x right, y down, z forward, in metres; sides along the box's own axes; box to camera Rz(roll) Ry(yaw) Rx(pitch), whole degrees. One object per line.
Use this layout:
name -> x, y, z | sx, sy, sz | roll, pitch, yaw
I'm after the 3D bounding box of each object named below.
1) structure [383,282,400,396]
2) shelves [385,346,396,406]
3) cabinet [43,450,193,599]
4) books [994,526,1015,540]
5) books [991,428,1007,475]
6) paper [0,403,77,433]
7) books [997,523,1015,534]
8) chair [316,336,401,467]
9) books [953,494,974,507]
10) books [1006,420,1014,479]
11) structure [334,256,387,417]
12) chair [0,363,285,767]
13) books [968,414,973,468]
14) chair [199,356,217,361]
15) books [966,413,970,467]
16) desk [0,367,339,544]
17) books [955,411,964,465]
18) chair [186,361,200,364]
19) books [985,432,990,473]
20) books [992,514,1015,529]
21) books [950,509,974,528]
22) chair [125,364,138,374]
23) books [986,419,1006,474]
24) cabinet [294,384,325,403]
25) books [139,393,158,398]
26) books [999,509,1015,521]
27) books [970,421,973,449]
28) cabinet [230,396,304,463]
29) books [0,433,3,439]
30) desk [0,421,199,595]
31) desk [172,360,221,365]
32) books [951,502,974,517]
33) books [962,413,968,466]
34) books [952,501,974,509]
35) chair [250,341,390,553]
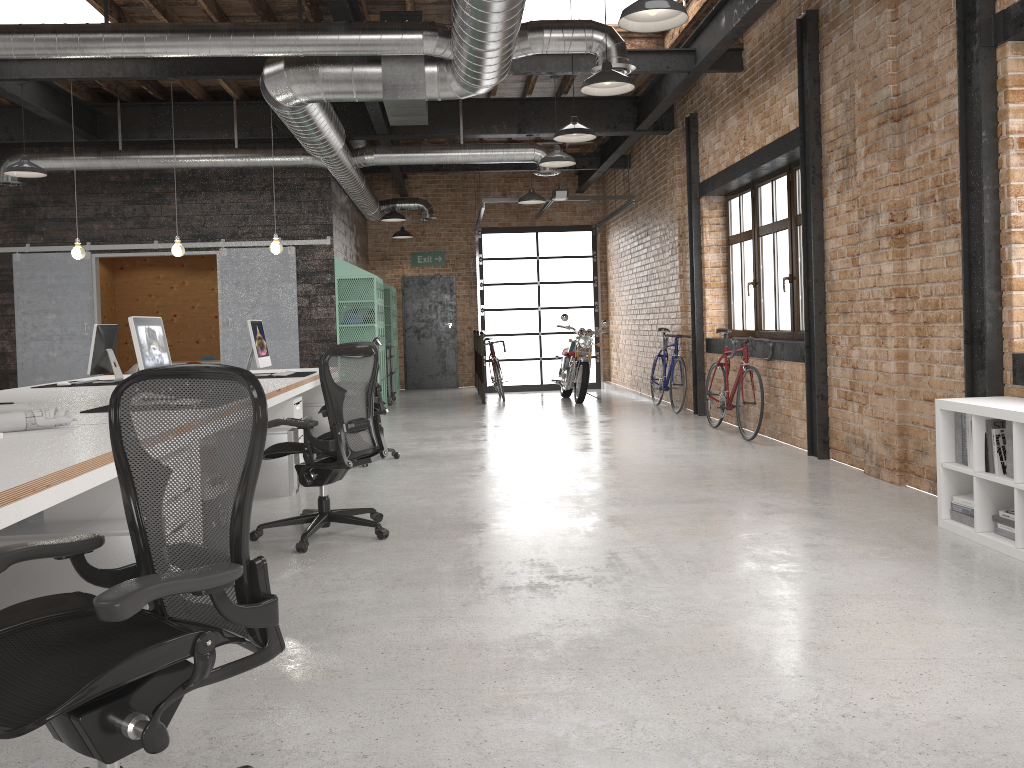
structure -> -2.232, -0.845, 15.048 | 0.556, 2.098, 1.119 | -2, 2, -4
shelves -> -2.079, -0.125, 13.503 | 0.567, 0.854, 0.987 | -2, 3, -4
cabinet -> -1.617, 0.634, 3.680 | 0.460, 0.647, 0.388 | -2, 2, -4
books -> 2.479, 0.716, 4.249 | 0.184, 0.049, 0.262 | -2, 4, -3
books -> 2.458, 0.336, 4.326 | 0.197, 0.240, 0.058 | -2, 1, 1
paper -> -2.580, 0.164, 3.928 | 0.977, 0.105, 1.075 | -5, 5, -40
books -> 2.471, 0.688, 4.234 | 0.164, 0.047, 0.239 | -2, 4, -3
chair -> -1.392, 0.134, 7.727 | 0.793, 1.084, 0.771 | -3, 2, -25
books -> 2.431, 0.594, 4.536 | 0.214, 0.051, 0.252 | -2, 4, -4
books -> 2.495, 0.287, 4.209 | 0.259, 0.351, 0.065 | -2, 1, 1
structure -> -2.016, -0.644, 11.983 | 0.556, 2.098, 1.119 | -2, 2, -4
chair -> -0.844, 0.512, 1.890 | 0.770, 1.084, 0.794 | -1, 2, 20
books -> 2.477, 0.289, 4.532 | 0.259, 0.304, 0.040 | -2, 1, 1
chair -> -5.023, -0.057, 14.495 | 0.618, 0.777, 0.581 | -2, 2, -9
books -> 2.476, 0.282, 4.554 | 0.265, 0.314, 0.025 | -2, 1, 1
desk -> -2.740, 0.421, 6.438 | 2.312, 0.768, 5.119 | -2, 4, -4
books -> 2.472, 0.258, 4.648 | 0.259, 0.351, 0.065 | -2, 1, 1
chair -> -4.427, 0.056, 12.553 | 0.618, 0.777, 0.581 | -2, 2, -9
books -> 2.476, 0.274, 4.393 | 0.271, 0.354, 0.063 | -2, 1, 1
books -> 2.493, 0.658, 4.248 | 0.222, 0.055, 0.282 | -2, 4, -3
books -> 2.437, 0.688, 4.557 | 0.217, 0.072, 0.290 | -2, 4, -4
chair -> -5.131, 0.082, 12.504 | 0.618, 0.777, 0.581 | -2, 2, -9
books -> 2.459, 0.312, 4.361 | 0.221, 0.282, 0.061 | -2, 1, 1
cabinet -> -1.976, 0.300, 8.772 | 0.460, 0.647, 0.388 | -2, 2, -4
books -> -2.338, 0.061, 5.539 | 0.200, 0.050, 0.272 | -2, 4, -7
books -> 2.490, 0.627, 4.223 | 0.199, 0.054, 0.240 | -2, 4, -3
books -> 2.434, 0.314, 4.494 | 0.182, 0.262, 0.057 | -2, 1, 1
cabinet -> -1.825, 0.440, 6.635 | 0.460, 0.647, 0.388 | -2, 2, -4
books -> -2.144, 0.211, 3.426 | 0.200, 0.024, 0.236 | 0, 4, 29
desk -> -2.380, 0.757, 1.332 | 2.312, 0.768, 5.119 | -2, 4, -4
desk -> -4.541, 0.017, 13.515 | 1.999, 0.730, 0.999 | -2, 3, -3
books -> 2.429, 0.637, 4.548 | 0.207, 0.067, 0.276 | -2, 4, -4
books -> 2.469, 0.271, 4.585 | 0.249, 0.333, 0.060 | -2, 1, 1
books -> 2.432, 0.611, 4.540 | 0.219, 0.039, 0.261 | -2, 4, -4
chair -> -1.075, 0.311, 4.959 | 0.792, 1.084, 0.772 | -2, 2, 5
